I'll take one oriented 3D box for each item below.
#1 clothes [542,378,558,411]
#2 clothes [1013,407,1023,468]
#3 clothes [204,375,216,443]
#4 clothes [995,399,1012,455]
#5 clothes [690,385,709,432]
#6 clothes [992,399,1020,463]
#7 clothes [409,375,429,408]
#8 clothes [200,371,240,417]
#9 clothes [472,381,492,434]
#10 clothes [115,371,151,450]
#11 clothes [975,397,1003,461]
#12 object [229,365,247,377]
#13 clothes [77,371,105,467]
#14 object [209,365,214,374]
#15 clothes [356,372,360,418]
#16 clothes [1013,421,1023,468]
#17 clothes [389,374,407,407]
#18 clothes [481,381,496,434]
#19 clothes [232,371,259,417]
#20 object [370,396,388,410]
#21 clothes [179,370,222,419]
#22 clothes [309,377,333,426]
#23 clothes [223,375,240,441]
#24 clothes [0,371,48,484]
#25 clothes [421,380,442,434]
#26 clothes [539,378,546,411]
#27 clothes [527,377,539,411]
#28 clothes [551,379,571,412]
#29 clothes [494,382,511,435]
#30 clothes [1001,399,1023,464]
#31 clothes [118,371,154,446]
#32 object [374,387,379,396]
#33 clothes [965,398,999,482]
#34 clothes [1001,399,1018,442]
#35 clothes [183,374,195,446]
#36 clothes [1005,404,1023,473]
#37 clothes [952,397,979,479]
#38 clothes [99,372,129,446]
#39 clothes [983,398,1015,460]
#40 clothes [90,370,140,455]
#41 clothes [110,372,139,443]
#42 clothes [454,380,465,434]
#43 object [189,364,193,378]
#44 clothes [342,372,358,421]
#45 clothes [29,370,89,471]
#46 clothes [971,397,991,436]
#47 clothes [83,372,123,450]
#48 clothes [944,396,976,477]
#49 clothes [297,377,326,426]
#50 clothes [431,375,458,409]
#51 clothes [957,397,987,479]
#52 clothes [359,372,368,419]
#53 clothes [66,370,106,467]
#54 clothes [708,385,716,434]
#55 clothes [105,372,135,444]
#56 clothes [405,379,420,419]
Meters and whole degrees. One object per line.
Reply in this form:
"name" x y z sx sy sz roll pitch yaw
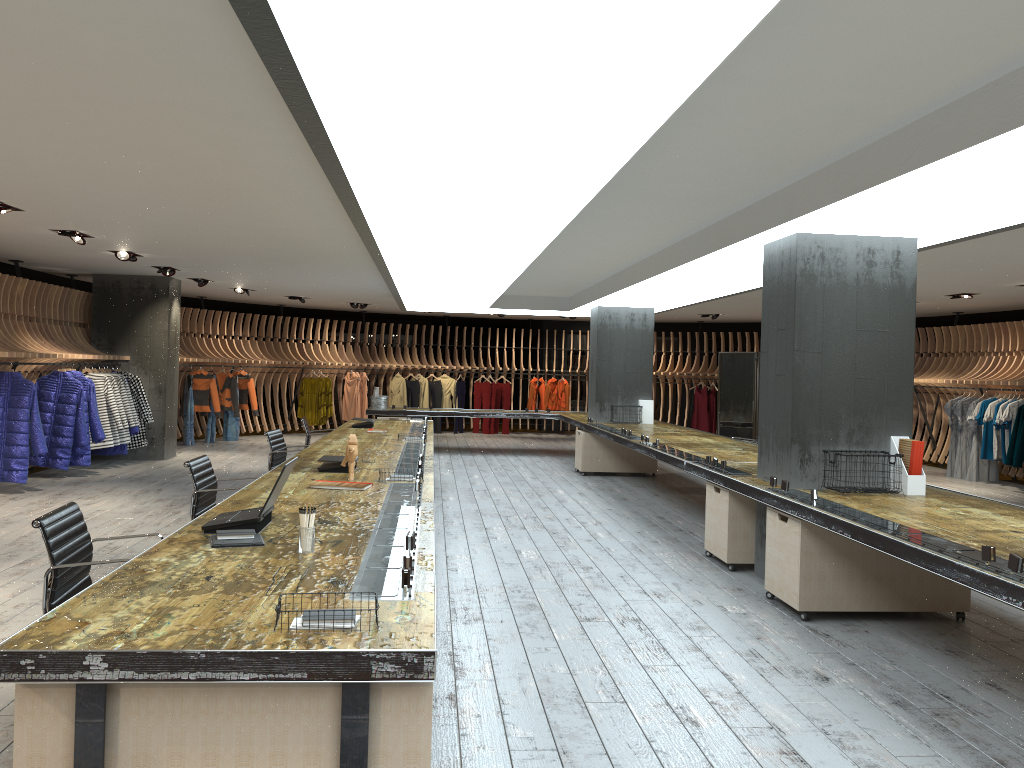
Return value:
"clothes" 0.930 0.298 20.893 0.201 0.881 0.839 2 0 25
"clothes" 7.456 0.763 12.447 0.913 1.081 0.238 2 0 -5
"clothes" -5.597 0.535 16.453 0.200 1.422 0.309 2 0 -13
"clothes" 7.431 0.678 12.991 0.742 0.938 0.162 2 0 -11
"clothes" 4.235 0.587 19.864 0.444 1.129 0.127 2 0 -8
"clothes" 7.419 0.692 13.132 0.743 0.960 0.167 2 0 -12
"clothes" -2.131 0.236 20.307 0.705 0.890 0.250 2 0 36
"clothes" -5.472 0.184 16.715 0.839 0.881 0.201 2 0 15
"clothes" -0.707 0.600 20.772 0.552 1.338 0.093 2 0 40
"clothes" -5.700 0.407 12.998 0.807 1.187 0.192 2 0 -5
"clothes" 7.314 0.687 13.318 0.738 0.971 0.167 2 0 3
"object" -5.362 -0.237 17.014 0.549 0.243 0.023 1 0 -29
"clothes" -5.735 0.445 11.447 0.885 1.239 0.245 2 0 -8
"object" -5.575 -0.234 16.460 0.023 0.243 0.549 2 1 -9
"clothes" -3.447 0.309 19.495 0.125 1.156 0.447 2 0 -35
"clothes" 7.457 0.765 12.360 0.913 1.081 0.238 2 0 0
"clothes" -2.596 0.227 20.055 0.250 0.890 0.705 2 0 -44
"clothes" -0.543 0.605 20.802 0.093 1.338 0.552 2 0 -35
"clothes" -5.282 0.178 17.259 0.839 0.881 0.201 2 0 25
"object" -2.354 0.335 15.717 0.303 0.239 0.498 2 1 -5
"clothes" -5.706 0.183 16.201 0.839 0.881 0.201 2 0 10
"clothes" -4.106 0.364 18.881 0.665 1.045 0.168 2 0 26
"clothes" -5.391 0.531 17.011 0.309 1.422 0.200 2 0 -33
"clothes" -5.582 0.478 9.742 0.885 1.239 0.245 2 0 -8
"clothes" -1.857 0.569 20.412 0.539 1.353 0.087 2 0 19
"clothes" 0.720 0.291 20.944 0.201 0.881 0.839 2 0 0
"clothes" 0.491 0.285 20.889 0.201 0.881 0.839 2 0 10
"clothes" 1.174 0.305 20.863 0.201 0.881 0.839 2 0 -25
"clothes" -0.257 0.612 20.843 0.552 1.338 0.093 2 0 35
"clothes" 7.396 0.682 12.723 0.734 0.937 0.164 2 0 -2
"clothes" -5.725 0.403 13.184 0.799 1.185 0.191 2 0 -5
"object" -2.306 0.158 15.666 0.262 0.204 0.088 2 0 -7
"clothes" 7.315 0.930 13.769 0.677 1.434 0.204 2 0 -21
"clothes" 7.394 0.695 12.910 0.742 0.950 0.168 2 0 -22
"clothes" -5.769 0.539 15.884 0.200 1.422 0.309 2 0 -28
"clothes" 7.438 0.761 12.569 0.913 1.081 0.238 2 0 -5
"clothes" 7.293 0.925 14.045 0.677 1.434 0.204 2 0 -16
"clothes" -5.642 0.366 12.194 0.752 1.062 0.128 2 0 -7
"clothes" 7.383 0.677 13.180 0.743 0.931 0.158 2 0 -1
"clothes" -5.830 0.420 12.827 0.885 1.239 0.245 2 0 -8
"clothes" -5.682 0.358 12.634 0.752 1.062 0.128 2 0 -7
"clothes" -1.221 0.580 20.648 0.087 1.353 0.539 2 0 19
"object" -5.745 -0.229 15.878 0.023 0.243 0.549 2 1 -24
"clothes" -3.537 0.308 19.420 0.447 1.156 0.125 2 0 30
"clothes" -5.785 0.456 11.122 0.880 1.260 0.242 2 0 -8
"clothes" 7.362 0.672 13.420 0.743 0.931 0.158 2 0 19
"clothes" -5.621 0.371 11.960 0.752 1.062 0.128 2 0 -7
"clothes" 7.279 0.922 14.185 0.677 1.434 0.204 2 0 9
"clothes" -4.225 0.362 18.743 0.665 1.045 0.168 2 0 26
"clothes" -1.571 0.246 20.520 0.705 0.890 0.250 2 0 16
"clothes" 7.304 0.927 13.905 0.677 1.434 0.204 2 0 9
"clothes" -3.313 0.311 19.591 0.125 1.156 0.447 2 0 -40
"clothes" -5.640 0.449 11.277 0.883 1.246 0.249 2 0 -8
"clothes" 4.431 0.595 19.711 0.126 1.129 0.444 2 0 -13
"clothes" -5.666 0.361 12.456 0.752 1.062 0.128 2 0 -7
"clothes" -2.328 0.559 20.199 0.539 1.353 0.087 2 0 29
